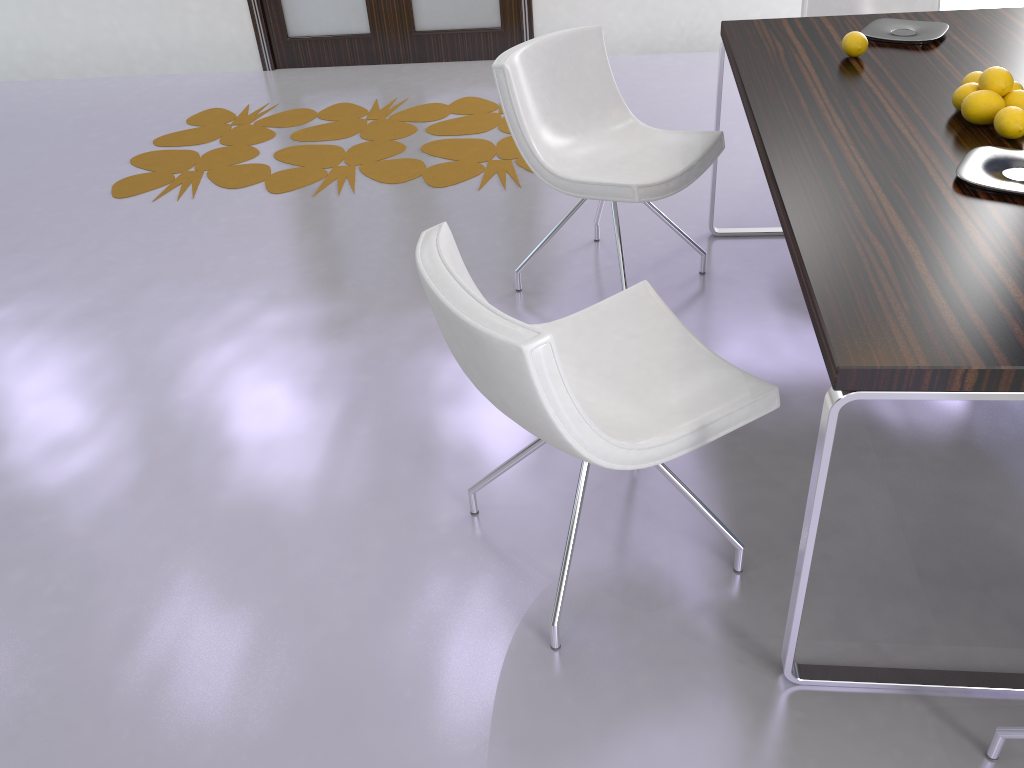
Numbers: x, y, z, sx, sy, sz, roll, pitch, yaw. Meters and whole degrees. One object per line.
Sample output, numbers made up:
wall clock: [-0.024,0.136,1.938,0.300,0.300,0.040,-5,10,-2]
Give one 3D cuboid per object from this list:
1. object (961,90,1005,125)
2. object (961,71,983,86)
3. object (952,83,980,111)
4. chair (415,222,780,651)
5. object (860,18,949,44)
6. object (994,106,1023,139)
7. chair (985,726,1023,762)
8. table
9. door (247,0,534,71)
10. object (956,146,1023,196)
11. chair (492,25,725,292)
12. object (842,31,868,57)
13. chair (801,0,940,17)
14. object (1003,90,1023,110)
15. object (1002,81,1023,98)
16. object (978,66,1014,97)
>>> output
object: [1.095,-0.642,2.062,0.094,0.080,0.076,1,36,8]
object: [1.152,-0.737,2.196,0.070,0.068,0.083,3,36,10]
object: [1.102,-0.691,2.139,0.083,0.068,0.070,-18,38,-18]
chair: [0.164,0.059,1.917,0.620,0.805,0.508,-18,37,-17]
object: [1.197,-1.075,2.707,0.232,0.020,0.232,19,42,30]
object: [1.122,-0.585,1.989,0.070,0.068,0.083,3,36,10]
chair: [1.090,0.504,1.187,0.508,0.805,0.620,-3,36,3]
table: [1.184,-0.305,2.323,1.127,0.783,2.046,0,36,7]
door: [-0.792,-2.913,5.093,1.764,2.061,0.220,0,36,7]
object: [1.052,-0.436,1.835,0.232,0.020,0.232,19,42,30]
chair: [0.309,-0.702,2.961,0.620,0.805,0.508,24,45,34]
object: [0.986,-0.976,2.550,0.070,0.068,0.083,3,36,10]
chair: [1.377,-1.126,3.424,0.508,0.805,0.620,0,36,7]
object: [1.178,-0.644,2.061,0.069,0.071,0.081,-13,36,-11]
object: [1.186,-0.691,2.128,0.083,0.068,0.070,-18,38,-18]
object: [1.133,-0.706,2.077,0.070,0.068,0.083,3,36,10]
